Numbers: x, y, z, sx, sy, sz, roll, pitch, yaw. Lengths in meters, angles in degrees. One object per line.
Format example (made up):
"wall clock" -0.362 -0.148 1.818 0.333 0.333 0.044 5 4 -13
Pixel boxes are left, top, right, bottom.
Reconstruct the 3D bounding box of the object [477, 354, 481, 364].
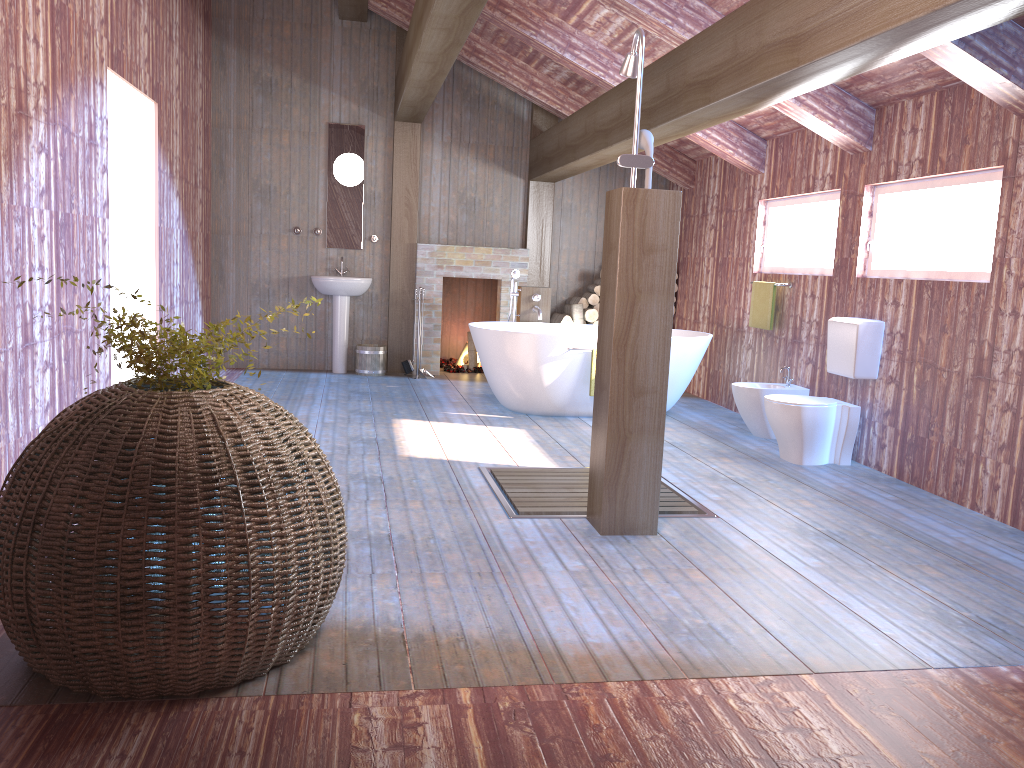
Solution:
"object" -0.354 -0.353 9.629 0.140 0.459 0.266 4 8 7

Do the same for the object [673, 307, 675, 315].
"object" 1.548 -0.729 9.181 0.137 0.256 0.439 1 8 -10

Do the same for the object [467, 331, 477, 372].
"object" -0.419 -0.338 9.386 0.098 0.434 0.283 1 8 -12

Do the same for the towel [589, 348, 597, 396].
"towel" 0.762 -0.085 6.591 0.370 0.361 0.032 1 8 -14

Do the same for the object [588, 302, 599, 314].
"object" 0.845 -0.780 9.044 0.111 0.113 0.301 1 8 -11

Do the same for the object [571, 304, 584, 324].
"object" 0.655 -0.653 8.842 0.147 0.298 0.109 2 8 -8

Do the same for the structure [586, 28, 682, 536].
"structure" 0.559 -0.451 3.928 0.328 2.209 0.522 4 8 10

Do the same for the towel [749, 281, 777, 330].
"towel" 1.935 -0.607 6.849 0.032 0.361 0.370 1 8 -10

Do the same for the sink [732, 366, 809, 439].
"sink" 1.822 0.125 6.362 0.515 0.517 0.335 1 8 -10

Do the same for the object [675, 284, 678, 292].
"object" 1.565 -1.010 9.137 0.147 0.152 0.439 1 8 -10

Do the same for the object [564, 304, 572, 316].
"object" 0.619 -0.758 9.108 0.108 0.113 0.302 1 8 -10

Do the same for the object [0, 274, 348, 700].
"object" -0.965 0.235 2.570 0.972 1.073 0.970 -2 9 -30

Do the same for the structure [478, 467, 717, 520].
"structure" 0.390 0.575 4.602 1.000 0.067 1.000 1 8 -11

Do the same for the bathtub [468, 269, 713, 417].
"bathtub" 0.620 -0.329 7.117 1.935 1.109 1.460 4 8 11

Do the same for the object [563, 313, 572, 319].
"object" 0.575 -0.677 9.110 0.099 0.093 0.280 1 8 -9

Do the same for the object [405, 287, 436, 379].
"object" -0.938 -0.509 8.684 0.276 0.888 0.333 7 9 31

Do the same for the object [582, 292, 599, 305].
"object" 0.795 -0.867 9.005 0.115 0.123 0.291 1 8 -9

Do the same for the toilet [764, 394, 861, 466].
"toilet" 1.838 0.292 5.583 0.534 0.400 0.375 1 8 -10

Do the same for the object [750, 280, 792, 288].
"object" 1.979 -0.771 6.828 0.091 0.043 0.581 1 8 -10

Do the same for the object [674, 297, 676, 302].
"object" 1.568 -0.892 9.151 0.102 0.109 0.438 1 8 -10

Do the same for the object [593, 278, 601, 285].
"object" 0.948 -1.002 9.025 0.135 0.145 0.439 1 8 -10

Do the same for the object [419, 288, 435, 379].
"object" -0.853 -0.496 8.636 0.206 0.871 0.126 8 9 32

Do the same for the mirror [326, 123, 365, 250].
"mirror" -1.629 -1.926 8.674 0.350 1.199 0.009 1 8 -11

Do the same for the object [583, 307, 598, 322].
"object" 0.756 -0.716 9.027 0.138 0.147 0.440 1 8 -10

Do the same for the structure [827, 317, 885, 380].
"structure" 2.137 -0.230 5.556 0.182 0.363 0.358 1 8 -10

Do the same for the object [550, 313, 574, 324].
"object" 0.499 -0.642 9.001 0.139 0.137 0.455 1 8 -12

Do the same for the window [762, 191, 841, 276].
"window" 2.169 -1.103 6.586 0.054 0.587 1.255 1 8 -10

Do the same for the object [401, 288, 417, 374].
"object" -0.998 -0.513 8.620 0.136 0.846 0.062 -2 9 -29

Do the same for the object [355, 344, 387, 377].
"object" -1.386 -0.235 8.721 0.309 0.290 0.308 3 8 0

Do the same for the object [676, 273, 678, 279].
"object" 1.584 -1.122 9.121 0.102 0.109 0.438 1 8 -10

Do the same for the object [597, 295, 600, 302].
"object" 0.931 -0.866 9.035 0.141 0.143 0.437 1 8 -12

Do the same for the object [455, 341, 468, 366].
"object" -0.505 -0.307 9.544 0.221 0.306 0.121 5 8 17

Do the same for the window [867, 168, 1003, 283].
"window" 2.418 -0.886 5.075 0.054 0.587 1.255 1 8 -10

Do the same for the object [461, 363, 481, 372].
"object" -0.436 -0.178 9.415 0.085 0.084 0.278 8 9 36

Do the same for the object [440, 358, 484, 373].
"object" -0.475 -0.207 9.722 0.829 0.085 0.935 -1 9 -28

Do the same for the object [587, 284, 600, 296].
"object" 0.850 -0.958 9.018 0.106 0.112 0.282 1 8 -10

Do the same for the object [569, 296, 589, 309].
"object" 0.682 -0.831 9.039 0.114 0.113 0.301 1 8 -13

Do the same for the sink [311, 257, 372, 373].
"sink" -1.665 -0.664 8.634 0.582 1.143 0.475 1 8 -11

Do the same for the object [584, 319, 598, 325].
"object" 0.835 -0.608 9.073 0.139 0.148 0.458 1 8 -10

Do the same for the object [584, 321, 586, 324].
"object" 0.673 -0.633 9.119 0.121 0.124 0.291 1 8 -10

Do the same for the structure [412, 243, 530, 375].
"structure" -0.429 -0.729 8.992 1.130 1.330 0.226 1 8 -11
